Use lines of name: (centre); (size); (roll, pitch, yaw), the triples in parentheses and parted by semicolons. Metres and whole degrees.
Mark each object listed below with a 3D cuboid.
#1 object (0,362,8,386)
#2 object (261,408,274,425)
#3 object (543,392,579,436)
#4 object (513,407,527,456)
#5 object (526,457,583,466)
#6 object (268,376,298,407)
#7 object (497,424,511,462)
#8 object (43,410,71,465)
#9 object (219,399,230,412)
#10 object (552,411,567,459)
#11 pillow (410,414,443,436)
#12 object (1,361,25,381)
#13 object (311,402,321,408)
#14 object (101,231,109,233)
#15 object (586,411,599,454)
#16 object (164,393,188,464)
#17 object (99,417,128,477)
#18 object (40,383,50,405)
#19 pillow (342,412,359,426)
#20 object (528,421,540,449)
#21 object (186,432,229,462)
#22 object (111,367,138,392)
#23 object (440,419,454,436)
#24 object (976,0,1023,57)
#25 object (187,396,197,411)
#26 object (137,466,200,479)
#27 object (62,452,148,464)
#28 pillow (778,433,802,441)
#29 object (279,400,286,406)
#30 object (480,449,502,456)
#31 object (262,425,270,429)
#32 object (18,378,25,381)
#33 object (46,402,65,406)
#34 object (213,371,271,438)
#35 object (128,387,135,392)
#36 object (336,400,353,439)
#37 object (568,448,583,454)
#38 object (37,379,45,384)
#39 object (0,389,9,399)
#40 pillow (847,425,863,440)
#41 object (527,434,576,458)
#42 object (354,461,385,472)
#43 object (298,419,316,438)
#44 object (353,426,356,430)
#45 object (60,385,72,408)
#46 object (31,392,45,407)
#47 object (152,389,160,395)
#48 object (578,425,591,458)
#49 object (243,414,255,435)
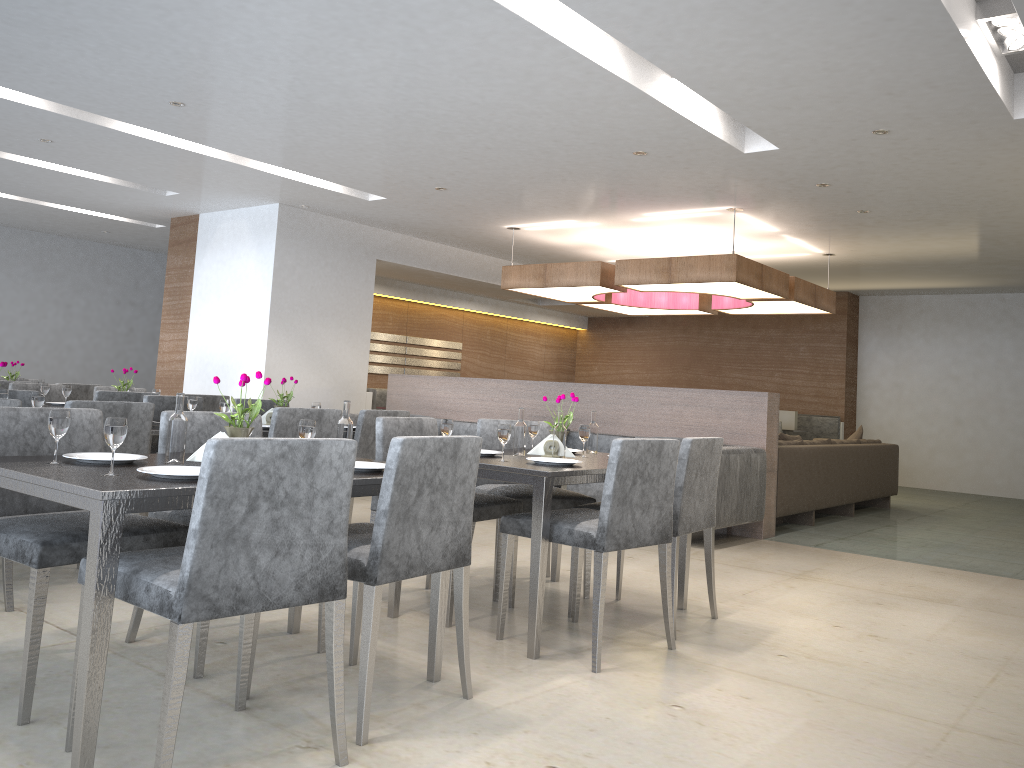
object: (-2.189, 0.024, 3.660); (0.104, 0.278, 0.154); (0, -5, 36)
object: (-1.296, 0.179, 4.785); (0.203, 0.100, 0.069); (3, -4, 8)
object: (0.205, 0.171, 3.698); (0.104, 0.278, 0.154); (0, -5, 36)
object: (0.034, 0.199, 3.691); (0.052, 0.202, 0.051); (4, -5, -9)
object: (0.160, 0.296, 3.359); (0.217, 0.015, 0.215); (3, -1, 18)
object: (-1.255, 0.094, 4.846); (0.104, 0.278, 0.154); (0, -5, 36)
object: (-0.031, 0.221, 3.321); (0.053, 0.140, 0.053); (4, -5, -4)
object: (-1.193, 0.139, 2.321); (0.053, 0.140, 0.053); (4, -5, -4)
object: (-1.444, 0.147, 4.432); (0.053, 0.140, 0.053); (4, -5, -4)
object: (0.191, 0.207, 3.526); (0.052, 0.202, 0.051); (4, -5, -9)
pillow: (-0.853, 0.433, 7.840); (0.638, 0.322, 0.180); (2, -4, 38)
object: (-3.930, -0.048, 6.949); (0.104, 0.278, 0.154); (0, -5, 36)
object: (-1.100, 0.173, 4.952); (0.053, 0.140, 0.053); (4, -5, -4)
object: (-4.815, -1.800, 10.466); (0.089, 0.007, 0.088); (4, -1, -7)
object: (0.377, 0.225, 4.126); (0.052, 0.202, 0.051); (4, -5, -9)
object: (-0.954, 0.126, 2.521); (0.052, 0.202, 0.051); (3, -5, 3)
object: (-0.964, 0.151, 2.141); (0.053, 0.140, 0.053); (4, -5, -4)
object: (-2.986, 0.065, 5.644); (0.053, 0.140, 0.053); (4, -5, -4)
pillow: (-1.296, 0.413, 7.879); (0.188, 0.308, 0.557); (0, -3, 39)
object: (0.095, 0.236, 3.953); (0.053, 0.140, 0.053); (4, -5, -4)
object: (-0.819, 0.184, 2.489); (0.203, 0.100, 0.069); (3, -4, 8)
object: (-2.586, 0.023, 5.892); (0.104, 0.278, 0.154); (0, -5, 36)
object: (-0.261, 0.209, 3.502); (0.053, 0.140, 0.053); (4, -5, -4)
object: (2.301, -1.637, 4.058); (0.226, 0.102, 0.485); (2, -1, 38)
object: (-1.673, 0.134, 4.612); (0.053, 0.140, 0.053); (4, -5, -4)
object: (-0.823, 0.223, 2.212); (0.217, 0.015, 0.216); (3, -1, 16)
object: (-1.126, 0.207, 2.450); (0.217, 0.015, 0.216); (3, -1, 16)
pillow: (2.190, 0.565, 7.286); (0.312, 0.341, 0.491); (2, -3, 32)
object: (-1.318, 0.161, 5.063); (0.053, 0.140, 0.053); (4, -5, -4)
object: (-0.143, 0.280, 3.598); (0.217, 0.015, 0.215); (3, -1, 18)
object: (-1.300, 0.218, 4.507); (0.217, 0.015, 0.216); (3, -1, 38)
object: (-3.969, 0.021, 7.148); (0.053, 0.140, 0.053); (4, -5, -4)
object: (-2.934, 0.132, 5.792); (0.216, 0.015, 0.216); (4, -1, -6)
object: (-0.778, 0.098, 2.550); (0.104, 0.278, 0.154); (0, -5, 36)
object: (-2.631, 0.092, 6.095); (0.053, 0.140, 0.053); (4, -5, -4)
object: (-0.556, 0.155, 2.942); (0.052, 0.202, 0.051); (3, -5, 3)
object: (0.217, 0.307, 4.055); (0.217, 0.015, 0.215); (3, -1, 18)
object: (-3.751, 0.033, 7.037); (0.053, 0.140, 0.053); (4, -5, -4)
object: (-2.242, 0.092, 3.875); (0.053, 0.140, 0.053); (4, -5, -10)
pillow: (3.285, 0.592, 8.634); (0.279, 0.407, 0.529); (2, -3, 27)
object: (0.164, 0.256, 3.637); (0.203, 0.100, 0.069); (3, -4, 8)
object: (-0.463, 0.250, 2.669); (0.217, 0.015, 0.216); (3, -1, 16)
object: (-0.620, 0.178, 2.661); (0.053, 0.140, 0.053); (4, -5, -4)
object: (-0.940, 0.245, 4.964); (0.217, 0.015, 0.216); (3, -1, 38)
object: (-2.756, 0.077, 5.464); (0.053, 0.140, 0.053); (4, -5, -10)
object: (-2.023, 0.104, 3.764); (0.053, 0.140, 0.053); (4, -5, -4)
object: (-2.413, 0.104, 5.984); (0.053, 0.140, 0.053); (4, -5, -4)
object: (0.313, 0.248, 3.842); (0.053, 0.140, 0.053); (4, -5, -4)
object: (-0.838, 0.166, 2.772); (0.053, 0.140, 0.053); (4, -5, -4)
